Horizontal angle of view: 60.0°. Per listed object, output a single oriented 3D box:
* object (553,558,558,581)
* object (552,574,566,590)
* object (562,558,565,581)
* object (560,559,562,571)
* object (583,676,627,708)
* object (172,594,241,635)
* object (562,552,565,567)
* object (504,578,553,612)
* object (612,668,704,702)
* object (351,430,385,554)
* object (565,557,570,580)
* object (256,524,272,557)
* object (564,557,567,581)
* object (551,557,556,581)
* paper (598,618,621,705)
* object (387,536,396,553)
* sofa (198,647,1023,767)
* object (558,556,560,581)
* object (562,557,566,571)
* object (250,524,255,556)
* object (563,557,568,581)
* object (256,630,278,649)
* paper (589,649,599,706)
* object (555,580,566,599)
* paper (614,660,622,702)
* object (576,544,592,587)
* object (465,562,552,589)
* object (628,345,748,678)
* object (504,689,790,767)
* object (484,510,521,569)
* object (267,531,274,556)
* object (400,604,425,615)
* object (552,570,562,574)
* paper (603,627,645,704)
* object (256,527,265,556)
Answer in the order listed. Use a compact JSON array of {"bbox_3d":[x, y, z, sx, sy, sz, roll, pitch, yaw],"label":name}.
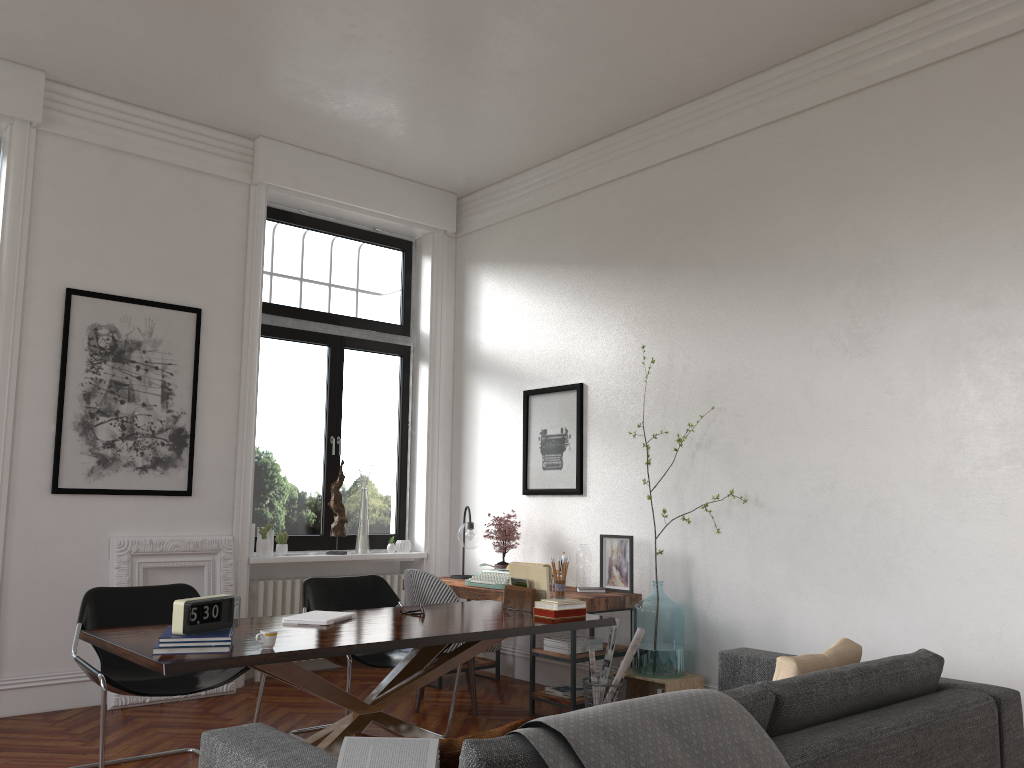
[{"bbox_3d":[0.226,0.983,4.522,0.049,0.192,0.008,6,-8,-36],"label":"object"},{"bbox_3d":[0.313,1.328,5.947,0.093,0.101,0.093,-5,-10,41],"label":"object"},{"bbox_3d":[0.259,0.982,4.514,0.008,0.192,0.049,3,-7,-17],"label":"object"},{"bbox_3d":[0.337,1.306,6.177,0.008,0.206,0.054,-4,-8,36],"label":"object"},{"bbox_3d":[0.545,1.901,5.219,0.261,0.304,0.261,-1,-7,14],"label":"object"},{"bbox_3d":[-1.154,0.873,3.362,0.082,0.125,0.276,-2,-8,23],"label":"object"},{"bbox_3d":[0.352,1.288,6.172,0.028,0.238,0.023,7,-9,-43],"label":"object"},{"bbox_3d":[0.086,1.118,4.735,0.150,0.166,0.229,7,-10,-40],"label":"object"},{"bbox_3d":[0.881,1.920,5.379,0.341,0.316,0.435,7,-10,-40],"label":"object"},{"bbox_3d":[-1.143,0.845,7.176,0.296,1.051,0.290,6,-9,-37],"label":"object"},{"bbox_3d":[0.274,0.986,4.547,0.044,0.193,0.008,2,-7,-10],"label":"object"},{"bbox_3d":[-1.826,1.148,6.522,0.098,0.243,0.103,-3,-8,27],"label":"object"},{"bbox_3d":[0.269,0.982,4.523,0.008,0.194,0.037,4,-8,-28],"label":"object"},{"bbox_3d":[0.220,0.986,4.548,0.049,0.192,0.008,-2,-7,19],"label":"object"},{"bbox_3d":[0.561,1.743,5.347,0.048,0.624,0.294,-5,-9,42],"label":"paper"},{"bbox_3d":[-0.990,1.320,7.280,0.072,0.134,0.072,3,-7,-15],"label":"object"},{"bbox_3d":[0.495,1.338,2.899,2.648,0.827,1.264,7,-10,-40],"label":"sofa"},{"bbox_3d":[0.243,0.987,4.565,0.008,0.195,0.032,0,-7,3],"label":"object"},{"bbox_3d":[0.350,1.302,6.157,0.054,0.206,0.008,-4,-8,32],"label":"object"},{"bbox_3d":[-1.934,1.156,6.568,0.051,0.237,0.051,1,-7,-6],"label":"object"},{"bbox_3d":[0.268,0.987,4.557,0.038,0.194,0.008,2,-7,-14],"label":"object"},{"bbox_3d":[-0.925,0.962,3.338,0.082,0.065,0.064,3,-8,-20],"label":"object"},{"bbox_3d":[0.485,1.792,5.176,0.073,0.477,0.033,1,-7,-4],"label":"paper"},{"bbox_3d":[0.247,1.051,4.532,0.058,0.091,0.058,-4,-9,36],"label":"object"},{"bbox_3d":[0.617,1.852,5.295,0.126,0.387,0.026,3,-7,-18],"label":"paper"},{"bbox_3d":[0.486,1.235,5.991,0.111,0.301,0.112,1,-7,-4],"label":"object"},{"bbox_3d":[-0.054,1.327,6.188,0.485,0.148,0.535,8,-10,-41],"label":"object"},{"bbox_3d":[1.064,0.738,5.436,0.808,2.053,0.354,-3,-8,30],"label":"object"},{"bbox_3d":[0.359,0.995,2.172,0.753,0.386,0.400,7,-10,-40],"label":"object"},{"bbox_3d":[-0.070,1.201,6.634,0.290,0.527,0.309,0,-7,4],"label":"object"},{"bbox_3d":[-1.806,1.190,6.618,0.051,0.188,0.051,1,-7,-6],"label":"object"},{"bbox_3d":[-0.484,1.134,4.460,0.133,0.047,0.115,-1,-8,13],"label":"object"},{"bbox_3d":[0.327,1.350,6.148,0.058,0.113,0.075,7,-9,-40],"label":"object"},{"bbox_3d":[0.620,1.716,5.154,0.330,0.608,0.047,-3,-8,29],"label":"paper"},{"bbox_3d":[-1.871,1.173,6.594,0.051,0.212,0.051,1,-7,-6],"label":"object"}]
